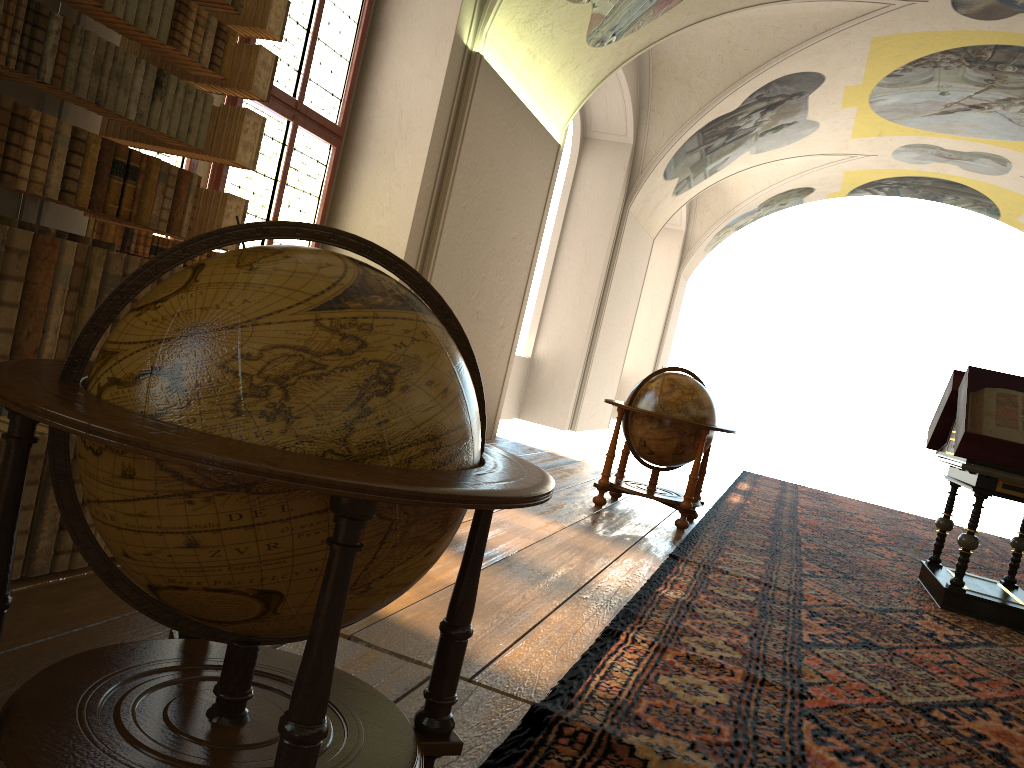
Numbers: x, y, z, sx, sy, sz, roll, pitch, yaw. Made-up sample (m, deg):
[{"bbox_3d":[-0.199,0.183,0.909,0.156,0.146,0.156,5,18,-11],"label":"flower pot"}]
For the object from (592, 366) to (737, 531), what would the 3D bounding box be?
[{"bbox_3d":[1.454,0.548,8.513,1.281,1.450,1.275,11,4,-35],"label":"object"}]

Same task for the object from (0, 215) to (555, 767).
[{"bbox_3d":[-0.579,0.340,2.125,1.281,1.450,1.276,12,3,-20],"label":"object"}]

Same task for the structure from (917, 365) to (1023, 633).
[{"bbox_3d":[4.191,0.965,7.463,1.243,1.983,1.892,14,3,17],"label":"structure"}]
